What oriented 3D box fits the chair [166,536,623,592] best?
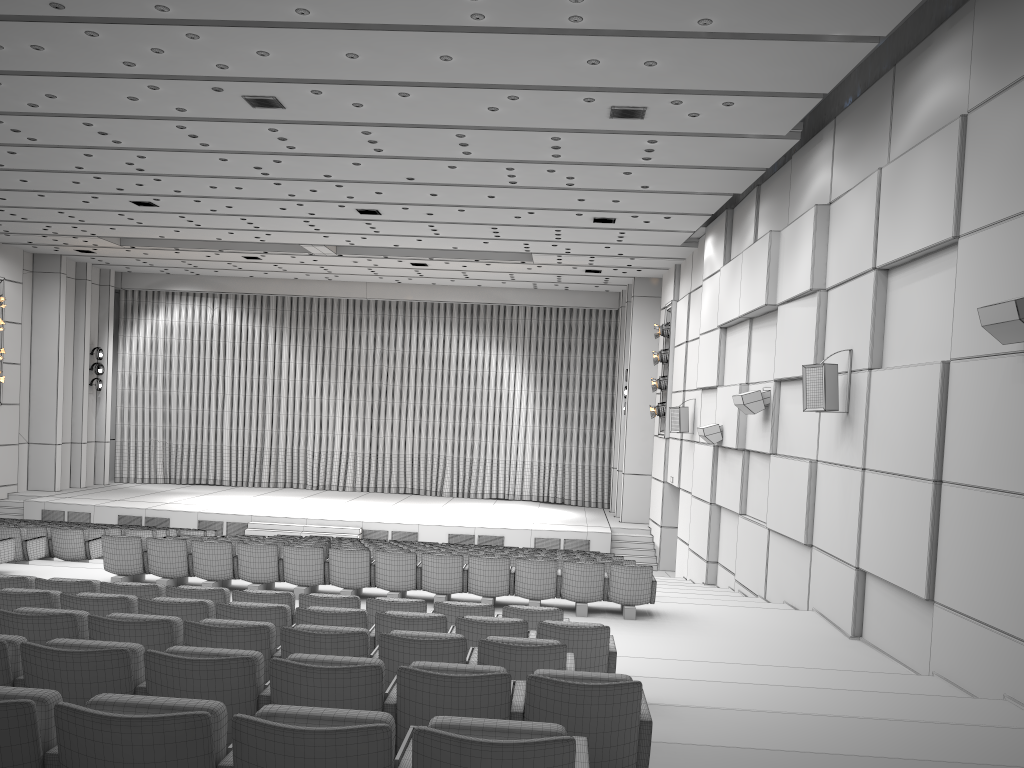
[{"bbox_3d":[-1.537,2.450,11.689,6.049,0.623,0.611,3,0,3],"label":"chair"}]

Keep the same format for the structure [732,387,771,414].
[{"bbox_3d":[3.614,0.249,13.323,0.471,0.418,0.519,3,0,-1],"label":"structure"}]

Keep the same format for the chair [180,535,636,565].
[{"bbox_3d":[-1.499,2.637,12.794,6.599,0.623,0.611,3,0,3],"label":"chair"}]

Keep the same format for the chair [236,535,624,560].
[{"bbox_3d":[-1.389,3.011,15.001,6.599,0.623,0.611,3,0,3],"label":"chair"}]

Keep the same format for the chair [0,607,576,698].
[{"bbox_3d":[-6.226,1.428,5.399,13.197,0.623,0.611,3,0,3],"label":"chair"}]

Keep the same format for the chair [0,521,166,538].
[{"bbox_3d":[-9.342,2.644,15.438,6.599,0.623,0.611,3,0,3],"label":"chair"}]

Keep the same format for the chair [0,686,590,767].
[{"bbox_3d":[-6.337,1.054,3.192,13.197,0.623,0.611,3,0,3],"label":"chair"}]

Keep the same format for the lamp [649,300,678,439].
[{"bbox_3d":[3.812,-0.335,21.793,0.755,3.347,1.019,3,2,-1],"label":"lamp"}]

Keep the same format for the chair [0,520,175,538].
[{"bbox_3d":[-9.270,2.832,16.541,6.049,0.623,0.611,3,0,3],"label":"chair"}]

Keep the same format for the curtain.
[{"bbox_3d":[-4.477,0.271,28.262,16.127,6.533,1.427,3,2,3],"label":"curtain"}]

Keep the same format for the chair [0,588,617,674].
[{"bbox_3d":[-6.144,1.617,6.501,13.747,0.623,0.611,3,0,3],"label":"chair"}]

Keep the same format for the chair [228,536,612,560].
[{"bbox_3d":[-1.427,2.825,13.896,6.049,0.623,0.611,3,0,3],"label":"chair"}]

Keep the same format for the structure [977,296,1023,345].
[{"bbox_3d":[3.795,-0.515,6.524,0.471,0.418,0.519,3,0,0],"label":"structure"}]

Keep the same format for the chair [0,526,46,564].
[{"bbox_3d":[-9.491,2.083,12.127,6.049,0.623,0.611,3,0,3],"label":"chair"}]

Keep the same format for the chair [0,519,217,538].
[{"bbox_3d":[-9.232,3.019,17.645,6.599,0.623,0.611,3,0,3],"label":"chair"}]

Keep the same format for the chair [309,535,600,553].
[{"bbox_3d":[-1.171,3.576,18.315,6.049,0.623,0.611,3,0,3],"label":"chair"}]

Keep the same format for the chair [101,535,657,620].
[{"bbox_3d":[-1.610,2.262,10.587,6.599,0.623,0.611,3,0,3],"label":"chair"}]

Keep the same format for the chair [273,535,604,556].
[{"bbox_3d":[-1.316,3.199,16.103,6.049,0.623,0.611,3,0,3],"label":"chair"}]

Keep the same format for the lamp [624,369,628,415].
[{"bbox_3d":[3.291,0.243,24.403,0.436,1.481,0.384,3,2,-1],"label":"lamp"}]

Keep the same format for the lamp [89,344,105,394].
[{"bbox_3d":[-12.459,-0.447,26.464,0.436,1.481,0.385,3,2,8],"label":"lamp"}]

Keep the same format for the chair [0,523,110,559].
[{"bbox_3d":[-9.380,2.457,14.334,6.049,0.623,0.611,3,0,3],"label":"chair"}]

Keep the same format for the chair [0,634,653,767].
[{"bbox_3d":[-6.254,1.242,4.294,13.747,0.623,0.611,3,0,3],"label":"chair"}]

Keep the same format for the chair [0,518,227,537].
[{"bbox_3d":[-9.124,3.208,18.752,6.049,0.623,0.611,3,0,3],"label":"chair"}]

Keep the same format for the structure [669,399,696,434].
[{"bbox_3d":[3.591,0.670,18.636,0.411,0.746,0.408,2,2,-39],"label":"structure"}]

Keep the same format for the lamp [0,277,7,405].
[{"bbox_3d":[-13.470,-1.134,22.722,0.746,3.347,1.018,3,2,3],"label":"lamp"}]

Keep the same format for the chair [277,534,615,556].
[{"bbox_3d":[-1.278,3.386,17.208,6.599,0.623,0.611,3,0,3],"label":"chair"}]

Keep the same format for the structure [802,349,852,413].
[{"bbox_3d":[3.639,-0.038,10.227,0.411,0.746,0.408,2,2,-39],"label":"structure"}]

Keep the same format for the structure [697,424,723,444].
[{"bbox_3d":[3.601,0.865,15.877,0.471,0.418,0.519,3,0,0],"label":"structure"}]

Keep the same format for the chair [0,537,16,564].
[{"bbox_3d":[-9.563,1.895,11.024,6.599,0.623,0.611,3,0,3],"label":"chair"}]

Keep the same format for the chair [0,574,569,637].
[{"bbox_3d":[-6.116,1.803,7.606,13.197,0.623,0.611,3,0,3],"label":"chair"}]

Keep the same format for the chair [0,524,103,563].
[{"bbox_3d":[-9.453,2.269,13.231,6.599,0.623,0.611,3,0,3],"label":"chair"}]

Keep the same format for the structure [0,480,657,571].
[{"bbox_3d":[-4.786,3.854,25.272,17.816,0.847,8.312,3,-2,3],"label":"structure"}]
